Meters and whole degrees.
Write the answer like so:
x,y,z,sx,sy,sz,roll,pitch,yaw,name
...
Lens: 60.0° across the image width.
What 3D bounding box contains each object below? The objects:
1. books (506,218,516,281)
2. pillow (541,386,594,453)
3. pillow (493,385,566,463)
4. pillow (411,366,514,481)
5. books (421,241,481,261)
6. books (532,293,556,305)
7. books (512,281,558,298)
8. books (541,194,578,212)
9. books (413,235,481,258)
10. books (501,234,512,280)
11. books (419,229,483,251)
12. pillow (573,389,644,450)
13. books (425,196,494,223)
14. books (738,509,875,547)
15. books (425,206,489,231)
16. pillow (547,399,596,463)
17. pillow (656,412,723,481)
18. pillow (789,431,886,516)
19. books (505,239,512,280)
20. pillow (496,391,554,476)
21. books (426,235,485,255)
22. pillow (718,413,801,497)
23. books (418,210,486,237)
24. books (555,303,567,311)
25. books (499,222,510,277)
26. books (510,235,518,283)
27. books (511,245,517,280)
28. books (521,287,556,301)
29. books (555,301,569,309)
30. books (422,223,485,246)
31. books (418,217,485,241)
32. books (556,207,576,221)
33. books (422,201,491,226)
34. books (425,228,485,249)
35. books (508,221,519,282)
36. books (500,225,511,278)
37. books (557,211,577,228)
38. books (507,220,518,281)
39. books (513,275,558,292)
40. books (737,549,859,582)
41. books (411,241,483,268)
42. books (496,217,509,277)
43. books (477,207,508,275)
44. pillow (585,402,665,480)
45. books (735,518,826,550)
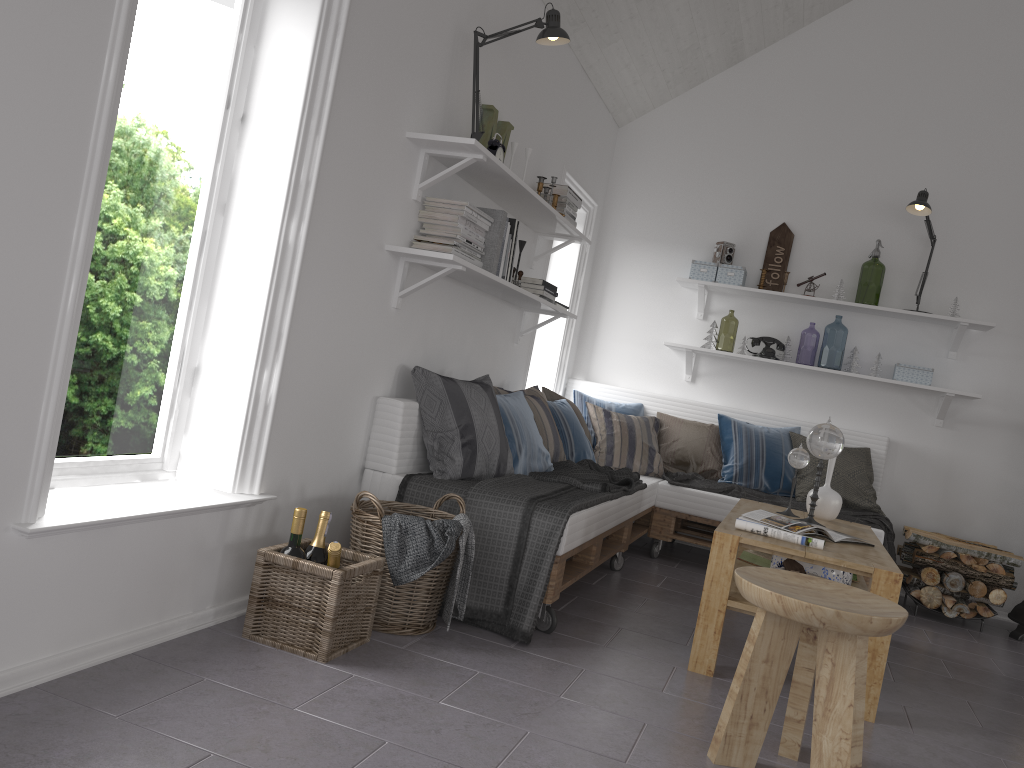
x,y,z,sx,sy,sz,roll,pitch,yaw,name
-0.096,-0.582,3.798,0.200,0.274,0.038,11,1,18,books
0.328,0.261,5.187,0.334,0.438,0.545,11,1,23,pillow
0.074,0.221,4.373,0.316,0.438,0.546,11,1,30,pillow
-0.195,0.170,3.588,0.301,0.444,0.534,11,1,34,pillow
-0.240,-0.523,3.507,0.161,0.013,0.254,11,1,18,books
0.090,-0.429,4.454,0.191,0.032,0.258,11,1,20,books
0.098,-0.478,4.454,0.212,0.023,0.258,11,1,18,books
0.238,-0.937,4.598,0.161,0.027,0.223,11,1,18,books
-0.256,-0.540,3.495,0.182,0.016,0.288,11,1,18,books
-0.086,-0.542,3.756,0.141,0.203,0.044,11,1,18,books
-0.236,-0.564,3.491,0.159,0.012,0.285,11,1,18,books
0.619,0.296,5.621,0.534,0.437,0.287,11,1,-9,pillow
-0.203,-0.684,3.484,0.182,0.016,0.288,11,1,18,books
1.141,0.553,3.433,0.422,0.049,0.300,10,1,-27,books
-0.217,-0.651,3.495,0.174,0.021,0.273,11,1,18,books
0.260,0.284,4.774,0.341,0.408,0.523,11,1,34,pillow
1.088,0.405,5.390,0.521,0.381,0.366,11,1,15,pillow
1.875,0.527,5.134,0.519,0.395,0.334,11,1,-4,pillow
-0.077,-0.532,3.777,0.125,0.185,0.042,11,1,18,books
-0.020,0.230,4.002,0.331,0.401,0.525,11,1,37,pillow
-0.224,-0.549,3.509,0.161,0.013,0.256,11,1,18,books
1.475,0.426,5.252,0.526,0.428,0.311,11,1,-3,pillow
-0.237,-0.631,3.500,0.180,0.028,0.296,11,1,18,books
0.177,-0.420,4.708,0.187,0.014,0.248,11,1,16,books
-0.127,-0.571,3.720,0.205,0.243,0.019,11,1,18,books
-0.073,-0.550,3.860,0.171,0.219,0.047,11,1,18,books
-0.067,-0.532,3.885,0.152,0.185,0.045,11,1,18,books
0.099,-0.455,4.443,0.191,0.023,0.242,11,1,16,books
0.174,-0.434,4.712,0.202,0.012,0.251,11,1,20,books
-0.228,-0.590,3.508,0.167,0.017,0.263,11,1,18,books
-0.240,-0.610,3.504,0.182,0.016,0.288,11,1,18,books
0.229,-0.886,4.608,0.152,0.024,0.238,11,1,18,books
-0.214,-0.670,3.493,0.182,0.016,0.288,11,1,18,books
-0.225,-0.574,3.500,0.161,0.012,0.254,11,1,18,books
-0.088,-0.580,3.839,0.210,0.274,0.048,11,1,18,books
-0.123,-0.566,3.737,0.200,0.236,0.031,11,1,18,books
0.225,-0.858,4.602,0.172,0.032,0.239,11,1,18,books
-0.094,-0.580,3.817,0.200,0.272,0.054,11,1,18,books
0.102,-0.503,4.444,0.190,0.028,0.239,11,1,20,books
1.250,0.772,3.851,0.445,0.079,0.301,10,1,-31,books
-0.251,-0.507,3.481,0.176,0.025,0.331,11,1,18,books
-0.128,-0.578,3.695,0.193,0.257,0.046,11,1,18,books
-0.144,-0.587,3.650,0.200,0.271,0.050,11,1,18,books
0.688,0.353,5.336,0.516,0.392,0.358,11,1,-13,pillow
0.966,0.530,3.179,0.300,0.043,0.229,11,1,22,books
